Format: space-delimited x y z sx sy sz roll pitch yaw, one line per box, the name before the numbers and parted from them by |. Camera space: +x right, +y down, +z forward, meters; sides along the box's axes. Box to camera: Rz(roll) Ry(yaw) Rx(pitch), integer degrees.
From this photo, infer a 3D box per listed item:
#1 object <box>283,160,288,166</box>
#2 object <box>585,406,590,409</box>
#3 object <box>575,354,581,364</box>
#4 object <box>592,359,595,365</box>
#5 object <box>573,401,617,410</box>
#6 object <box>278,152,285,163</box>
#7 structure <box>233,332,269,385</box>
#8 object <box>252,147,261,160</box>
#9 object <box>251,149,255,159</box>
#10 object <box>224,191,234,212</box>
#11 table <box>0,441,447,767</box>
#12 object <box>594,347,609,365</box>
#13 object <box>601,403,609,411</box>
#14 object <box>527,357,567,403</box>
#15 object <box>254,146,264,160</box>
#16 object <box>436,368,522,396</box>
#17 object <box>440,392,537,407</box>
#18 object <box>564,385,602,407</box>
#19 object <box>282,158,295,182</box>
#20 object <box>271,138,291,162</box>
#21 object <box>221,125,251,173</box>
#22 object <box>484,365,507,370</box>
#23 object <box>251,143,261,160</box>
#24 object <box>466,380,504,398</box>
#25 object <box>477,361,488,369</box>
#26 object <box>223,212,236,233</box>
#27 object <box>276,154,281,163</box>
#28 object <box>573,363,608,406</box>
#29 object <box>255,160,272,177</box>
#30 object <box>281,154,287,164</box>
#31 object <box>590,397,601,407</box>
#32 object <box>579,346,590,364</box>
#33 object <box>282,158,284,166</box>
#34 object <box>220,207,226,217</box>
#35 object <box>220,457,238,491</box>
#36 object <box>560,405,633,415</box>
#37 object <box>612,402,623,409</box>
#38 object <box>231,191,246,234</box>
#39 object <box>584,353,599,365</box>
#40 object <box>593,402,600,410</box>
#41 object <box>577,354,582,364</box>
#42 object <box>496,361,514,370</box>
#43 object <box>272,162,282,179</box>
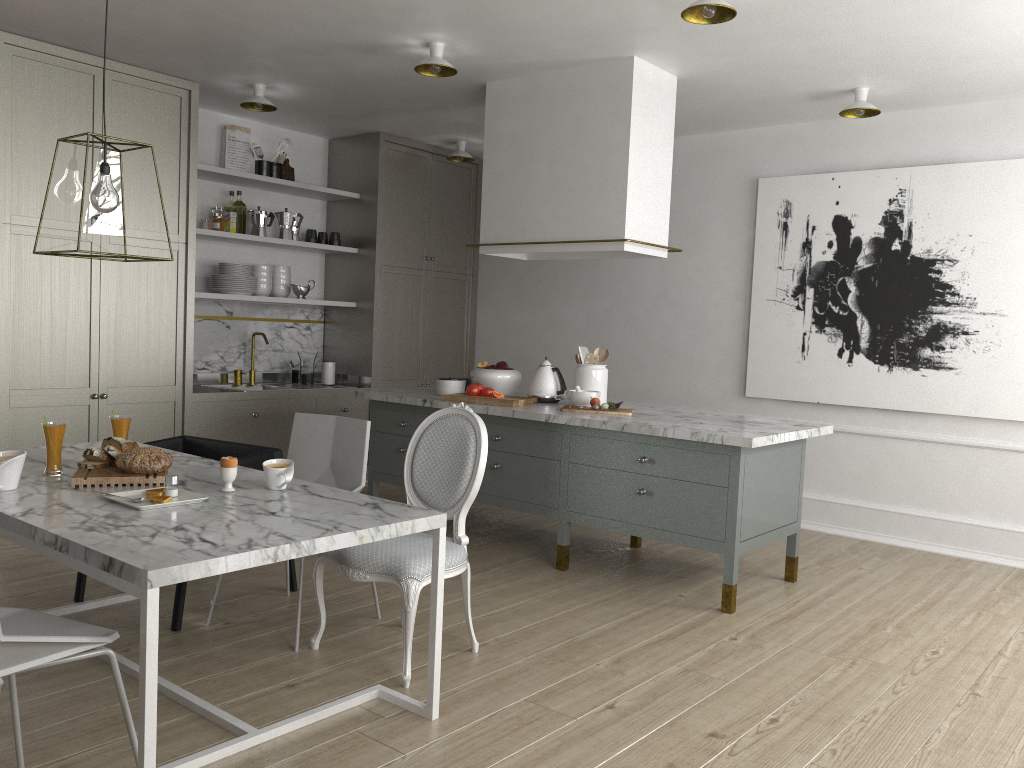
object | -1.496 -1.403 5.874 0.092 0.183 0.038 -1 5 -41
object | 0.354 0.110 4.162 0.013 0.017 0.030 -1 5 -42
object | 0.377 -0.026 4.572 0.117 0.251 0.061 4 4 19
object | 0.425 -0.026 4.628 0.114 0.247 0.050 6 5 44
object | 0.385 0.104 4.171 0.224 0.058 0.116 2 4 -15
object | -1.521 -1.410 5.768 0.083 0.201 0.023 3 4 4
structure | -1.698 -0.163 5.747 0.167 0.347 0.195 -1 5 -43
object | -1.628 -1.453 5.705 0.085 0.148 0.050 3 4 11
object | -1.631 -1.410 5.679 0.098 0.199 0.059 0 4 -32
object | -1.778 -1.078 5.616 0.066 0.282 0.066 5 4 29
table | -1.156 0.590 2.694 1.781 0.583 0.870 6 5 39
object | 0.434 -0.048 4.625 0.131 0.296 0.056 0 4 -31
object | 0.432 0.106 4.138 0.035 0.036 0.037 4 4 27
object | 0.176 -0.023 4.585 0.178 0.236 0.204 2 4 -14
object | -1.574 -1.401 5.621 0.039 0.185 0.132 5 4 30
object | -0.180 -0.013 4.805 0.491 0.156 0.364 4 4 16
object | -0.113 0.077 4.435 0.400 0.030 0.290 4 4 24
object | 0.355 0.059 4.416 0.172 0.110 0.159 2 4 -6
object | -1.485 -1.403 5.875 0.092 0.183 0.038 -1 5 -41
object | -1.488 -1.496 5.703 0.070 0.187 0.135 6 5 42
object | -1.746 -1.471 5.629 0.183 0.327 0.074 -1 5 -42
object | -0.090 -0.064 4.731 0.154 0.074 0.135 5 4 35
object | -1.611 -1.446 5.609 0.050 0.148 0.085 6 5 41
object | -0.123 0.025 4.423 0.194 0.079 0.135 4 4 28
object | -0.157 -0.099 4.733 0.061 0.048 0.054 3 4 3
object | -1.767 -1.002 5.544 0.077 0.141 0.044 5 4 34
object | -1.543 -1.412 5.806 0.023 0.202 0.079 4 4 19
object | 0.406 0.000 4.585 0.174 0.208 0.174 0 4 -33
object | -1.590 -1.362 5.669 0.108 0.118 0.108 5 4 30
object | -1.523 -1.419 5.803 0.106 0.191 0.016 -1 5 -41
object | 0.398 0.089 4.251 0.050 0.051 0.090 3 4 2
object | 0.404 -0.046 4.591 0.064 0.290 0.141 0 5 -37
object | -1.520 -1.405 5.873 0.092 0.185 0.023 -1 5 -41
object | -1.828 -1.022 5.572 0.059 0.172 0.059 1 4 -24
object | -0.836 0.263 2.615 0.050 0.101 0.050 -1 5 -44
object | 0.404 0.124 4.203 0.330 0.012 0.220 3 4 9
object | 0.496 0.101 4.228 0.057 0.039 0.049 5 5 36
object | -1.713 -1.071 5.565 0.089 0.282 0.082 5 4 34
object | 0.374 -0.030 4.547 0.054 0.262 0.149 0 5 -36
object | 0.394 0.102 4.150 0.033 0.037 0.034 4 4 17
object | 0.392 -0.028 4.619 0.118 0.250 0.033 2 4 -11
object | -0.034 -0.075 4.748 0.071 0.091 0.167 1 4 -26
object | -1.555 -1.372 5.776 0.112 0.128 0.112 4 4 23
